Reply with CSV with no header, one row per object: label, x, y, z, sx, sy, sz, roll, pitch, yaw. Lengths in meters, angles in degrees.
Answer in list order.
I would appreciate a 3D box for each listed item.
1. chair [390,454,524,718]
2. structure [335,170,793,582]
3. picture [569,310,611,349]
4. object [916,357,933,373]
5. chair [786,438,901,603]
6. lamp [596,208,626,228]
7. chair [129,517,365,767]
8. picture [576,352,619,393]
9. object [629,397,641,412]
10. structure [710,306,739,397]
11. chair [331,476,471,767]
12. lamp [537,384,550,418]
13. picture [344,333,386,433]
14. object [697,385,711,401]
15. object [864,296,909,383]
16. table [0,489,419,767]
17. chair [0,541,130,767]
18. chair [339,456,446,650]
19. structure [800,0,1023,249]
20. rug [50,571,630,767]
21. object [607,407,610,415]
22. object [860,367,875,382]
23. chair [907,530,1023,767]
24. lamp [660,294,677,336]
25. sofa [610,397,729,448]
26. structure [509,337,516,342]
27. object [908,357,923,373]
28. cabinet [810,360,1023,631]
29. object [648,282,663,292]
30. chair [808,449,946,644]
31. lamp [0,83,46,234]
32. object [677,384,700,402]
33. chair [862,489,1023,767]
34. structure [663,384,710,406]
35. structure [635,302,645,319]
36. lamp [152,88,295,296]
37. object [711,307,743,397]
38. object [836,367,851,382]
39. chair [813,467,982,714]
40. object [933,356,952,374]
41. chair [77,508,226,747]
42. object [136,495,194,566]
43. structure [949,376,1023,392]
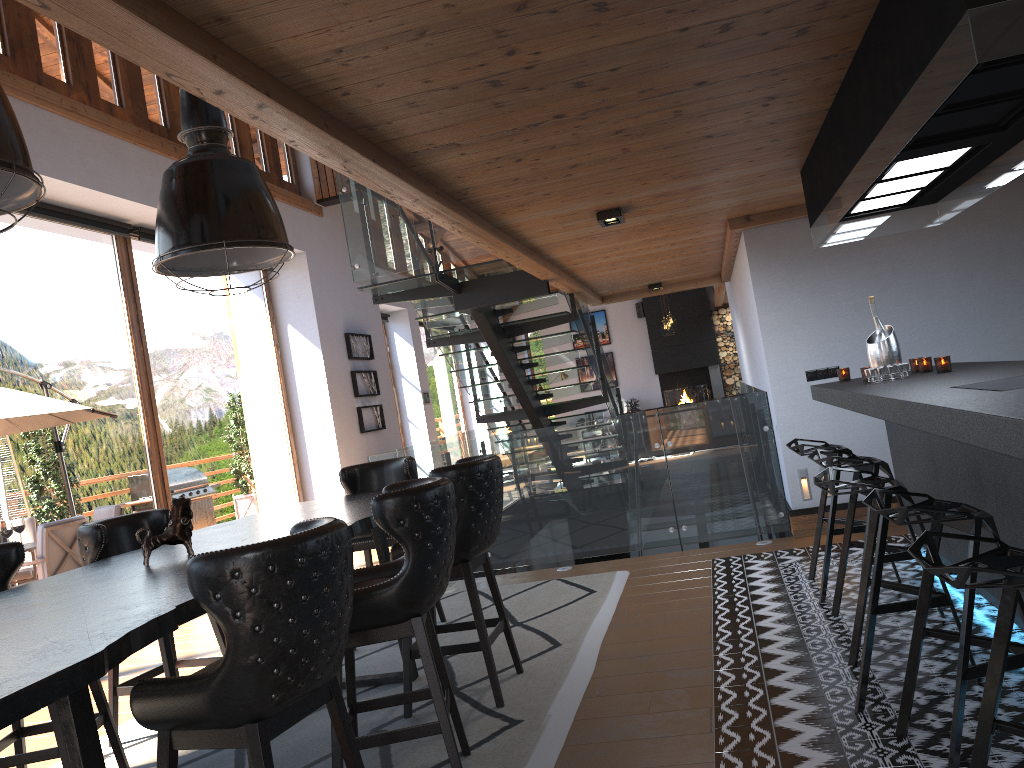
chair,-0.244,0.912,4.137,0.565,1.092,0.506,-10,-2,11
structure,-1.790,1.446,9.142,9.164,6.400,11.079,-10,-1,12
picture,1.799,-1.249,20.567,0.875,0.816,0.036,-10,-2,11
object,2.271,-0.104,4.874,0.080,0.081,0.078,-9,-2,-23
chair,1.834,0.704,4.911,0.467,0.839,0.541,-10,-2,12
lamp,0.615,-1.042,5.520,0.154,0.068,0.262,-10,-1,12
chair,-0.645,0.952,2.390,0.563,1.092,0.508,-10,-2,21
picture,1.965,-0.268,20.536,0.875,0.816,0.036,-10,-2,11
object,2.751,0.528,20.102,0.337,0.455,0.338,-11,-2,37
structure,4.871,-0.392,19.697,0.499,2.618,0.514,-10,-2,12
chair,-0.406,0.919,3.183,0.569,1.092,0.503,-9,-2,-4
lamp,0.868,0.651,19.583,0.521,1.899,1.337,-11,-2,33
picture,-1.948,-0.019,11.811,0.059,1.312,0.778,-10,-2,12
object,4.232,0.523,19.309,0.311,1.018,0.304,-8,-2,-33
object,1.945,-0.241,4.671,0.225,0.452,0.226,-10,-2,12
table,-1.172,1.149,3.555,1.422,0.950,3.815,-10,-1,12
chair,-2.007,1.199,3.595,0.569,1.092,0.503,-9,-2,-4
chair,-0.779,1.032,5.519,0.502,1.092,0.571,-10,-2,11
structure,1.738,-1.068,3.600,0.707,0.476,3.266,-10,-1,12
rug,-0.968,1.582,3.846,2.538,0.047,5.659,-10,-1,12
object,2.313,0.575,20.122,0.261,0.532,0.423,-9,-2,-19
object,1.983,-0.054,4.927,0.080,0.081,0.078,-9,-2,-23
chair,1.199,0.749,1.935,0.466,0.839,0.541,-10,-2,13
lamp,2.902,-2.051,17.404,0.261,2.202,0.803,-10,-2,3
sofa,2.858,0.755,15.223,2.554,0.838,1.245,-10,-1,11
structure,-0.041,-1.167,20.852,0.212,0.349,0.214,-10,-2,12
object,2.312,-0.107,5.060,0.080,0.081,0.078,-9,-2,-23
cabinet,1.955,0.519,3.370,0.884,1.104,4.824,-10,-1,12
object,1.647,-1.118,10.173,0.154,0.068,0.262,-10,-1,12
chair,1.711,0.709,4.161,0.467,0.839,0.541,-10,-2,9
lamp,-2.016,-2.701,2.536,0.629,4.686,0.614,-8,-2,-33
object,3.384,0.349,16.686,0.402,0.808,0.625,-10,-2,23
chair,1.395,0.732,2.690,0.467,0.839,0.541,-10,-2,9
structure,3.903,0.332,19.757,0.977,0.514,0.184,-10,-2,11
structure,2.942,-1.685,20.258,0.212,0.349,0.214,-10,-2,12
lamp,-1.670,-2.726,4.099,0.629,4.686,0.614,-8,-2,-33
object,4.868,-0.384,19.707,0.491,2.612,0.468,-10,-2,11
object,2.095,-0.059,5.593,0.080,0.081,0.078,-8,-2,-43
chair,1.471,0.734,3.405,0.466,0.839,0.543,-10,-2,18
object,2.188,-0.098,4.498,0.080,0.081,0.078,-9,-2,-23
chair,-1.765,1.184,4.386,0.563,1.092,0.508,-10,-2,21
object,-1.386,0.583,3.546,0.223,0.253,0.115,-9,-2,-26
structure,1.808,-0.016,2.960,0.501,0.017,0.613,-10,-1,12
